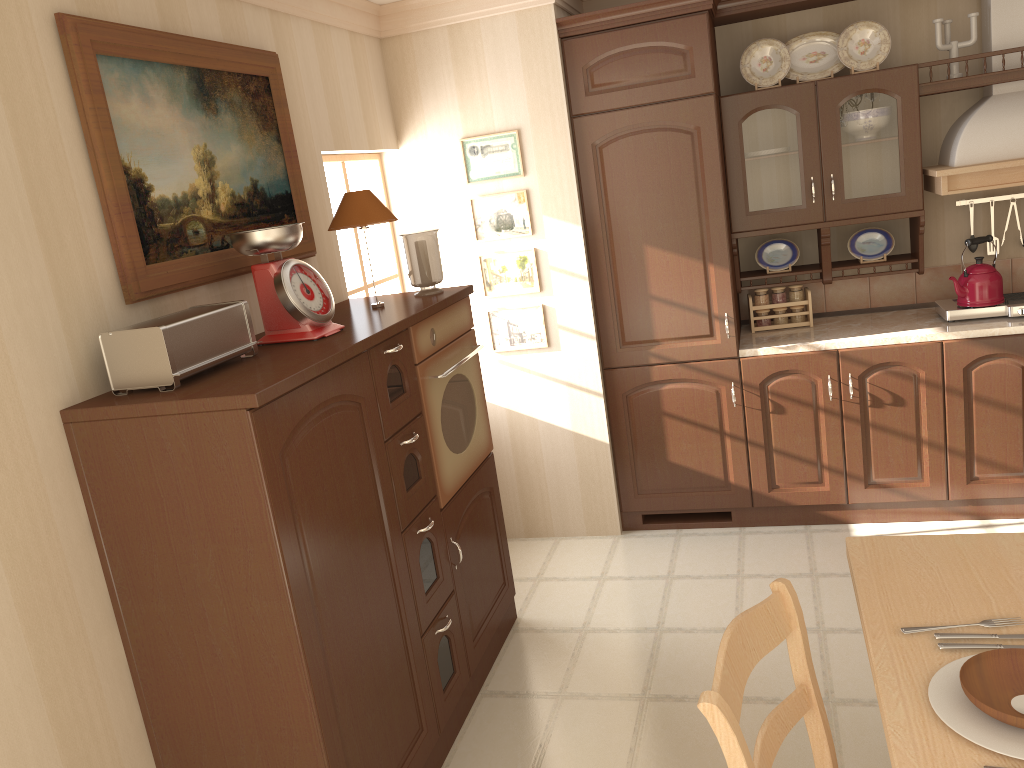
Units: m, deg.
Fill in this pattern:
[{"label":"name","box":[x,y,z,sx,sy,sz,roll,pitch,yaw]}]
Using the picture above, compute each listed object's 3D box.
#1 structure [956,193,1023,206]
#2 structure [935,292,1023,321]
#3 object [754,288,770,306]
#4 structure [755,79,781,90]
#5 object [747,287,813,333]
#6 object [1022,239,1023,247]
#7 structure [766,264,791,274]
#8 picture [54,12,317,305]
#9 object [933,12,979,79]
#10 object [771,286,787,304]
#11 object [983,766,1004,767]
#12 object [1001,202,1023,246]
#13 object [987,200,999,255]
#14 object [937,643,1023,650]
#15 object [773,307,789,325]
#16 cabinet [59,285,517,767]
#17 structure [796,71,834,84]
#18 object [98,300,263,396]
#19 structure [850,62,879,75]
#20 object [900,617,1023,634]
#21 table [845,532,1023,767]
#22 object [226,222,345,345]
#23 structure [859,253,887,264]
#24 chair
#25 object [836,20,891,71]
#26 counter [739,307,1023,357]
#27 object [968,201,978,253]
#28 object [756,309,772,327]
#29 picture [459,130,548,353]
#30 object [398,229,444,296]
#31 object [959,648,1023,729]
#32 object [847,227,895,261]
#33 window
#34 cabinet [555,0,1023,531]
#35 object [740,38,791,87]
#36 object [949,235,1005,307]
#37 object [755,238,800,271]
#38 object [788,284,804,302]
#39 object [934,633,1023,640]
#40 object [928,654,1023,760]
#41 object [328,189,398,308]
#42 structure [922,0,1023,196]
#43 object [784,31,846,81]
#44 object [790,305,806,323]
[{"label":"structure","box":[2.210,-0.832,3.951,0.422,0.020,0.008,-5,14,17]},{"label":"structure","box":[2.212,-0.348,3.769,0.710,0.054,0.325,-5,14,17]},{"label":"object","box":[1.178,-0.412,4.185,0.068,0.088,0.068,0,15,32]},{"label":"structure","box":[1.127,-1.368,3.921,0.110,0.126,0.080,-5,14,17]},{"label":"object","box":[1.263,-0.350,4.186,0.276,0.170,0.140,-6,13,12]},{"label":"object","box":[2.321,-0.728,3.955,0.088,0.236,0.028,-5,14,17]},{"label":"structure","box":[1.249,-0.590,4.163,0.110,0.126,0.080,-5,14,17]},{"label":"picture","box":[-0.869,-0.656,2.590,0.036,0.687,0.990,-5,14,17]},{"label":"object","box":[1.850,-1.414,3.743,0.163,0.248,0.174,-13,14,-20]},{"label":"object","box":[1.254,-0.420,4.168,0.068,0.088,0.068,0,15,32]},{"label":"object","box":[0.784,0.551,1.242,0.221,0.008,0.023,-3,14,22]},{"label":"object","box":[2.236,-0.716,3.968,0.089,0.195,0.005,-5,14,17]},{"label":"object","box":[2.164,-0.704,3.992,0.051,0.245,0.003,-5,14,17]},{"label":"object","box":[0.869,0.464,1.561,0.218,0.008,0.022,-4,14,19]},{"label":"object","box":[1.269,-0.323,4.191,0.068,0.088,0.068,0,15,32]},{"label":"cabinet","box":[-0.466,0.496,2.767,0.538,1.349,1.513,-5,14,17]},{"label":"structure","box":[1.332,-1.398,3.915,0.154,0.126,0.080,-5,14,17]},{"label":"object","box":[-0.800,-0.097,2.187,0.192,0.150,0.360,-5,14,17]},{"label":"structure","box":[1.509,-1.399,3.806,0.110,0.126,0.080,-5,14,17]},{"label":"object","box":[0.838,0.450,1.651,0.218,0.004,0.028,-7,13,7]},{"label":"table","box":[1.068,0.897,1.316,0.900,0.774,1.567,-5,14,17]},{"label":"object","box":[-0.650,-0.287,2.524,0.263,0.317,0.218,-4,14,20]},{"label":"structure","box":[1.640,-0.622,4.044,0.110,0.126,0.080,-5,14,17]},{"label":"chair","box":[0.682,0.854,1.606,0.517,0.846,0.462,0,15,33]},{"label":"object","box":[1.505,-1.449,3.797,0.220,0.210,0.068,-5,13,15]},{"label":"counter","box":[2.076,-0.074,2.925,2.603,0.034,2.422,-5,14,17]},{"label":"object","box":[2.082,-0.709,4.011,0.048,0.231,0.015,-4,14,18]},{"label":"object","box":[1.193,-0.316,4.207,0.068,0.088,0.068,0,15,32]},{"label":"picture","box":[-0.033,-0.622,3.971,0.268,0.964,0.010,-5,14,17]},{"label":"object","box":[-0.313,-0.429,3.145,0.144,0.220,0.144,-9,13,0]},{"label":"object","box":[0.820,0.489,1.398,0.204,0.042,0.204,-5,14,17]},{"label":"object","box":[1.637,-0.639,4.044,0.202,0.143,0.071,-5,13,15]},{"label":"window","box":[-0.641,-0.417,3.790,0.050,1.100,0.765,-5,14,17]},{"label":"cabinet","box":[1.742,-0.379,2.946,3.226,2.313,2.436,-5,14,17]},{"label":"object","box":[1.118,-1.418,3.913,0.220,0.210,0.068,-5,13,15]},{"label":"object","box":[1.972,-0.478,3.751,0.181,0.282,0.227,2,17,39]},{"label":"object","box":[1.245,-0.607,4.164,0.202,0.143,0.071,-5,13,15]},{"label":"object","box":[1.330,-0.428,4.152,0.068,0.088,0.068,0,15,32]},{"label":"object","box":[0.876,0.455,1.597,0.212,0.008,0.018,-5,13,16]},{"label":"object","box":[0.823,0.507,1.401,0.299,0.009,0.299,-5,13,15]},{"label":"object","box":[-0.481,-0.447,2.959,0.237,0.388,0.235,-1,15,28]},{"label":"structure","box":[2.099,-1.260,3.643,0.753,0.845,0.455,-5,14,17]},{"label":"object","box":[1.327,-1.446,3.908,0.342,0.209,0.073,-4,14,18]},{"label":"object","box":[1.345,-0.331,4.174,0.068,0.088,0.068,0,15,32]}]
